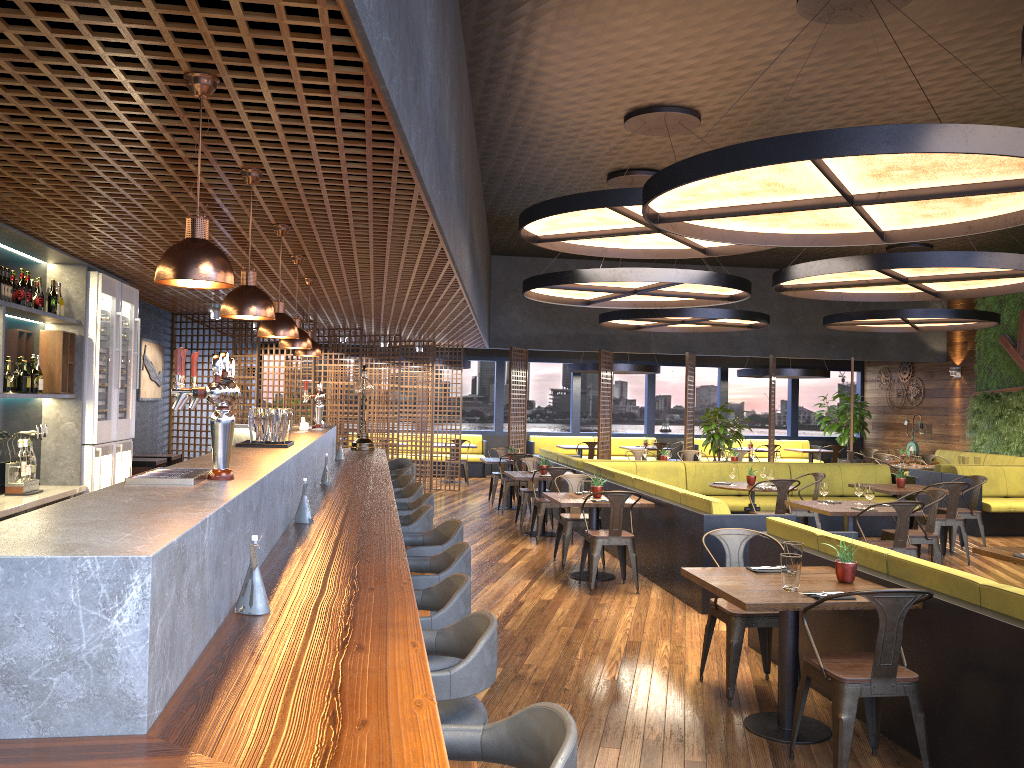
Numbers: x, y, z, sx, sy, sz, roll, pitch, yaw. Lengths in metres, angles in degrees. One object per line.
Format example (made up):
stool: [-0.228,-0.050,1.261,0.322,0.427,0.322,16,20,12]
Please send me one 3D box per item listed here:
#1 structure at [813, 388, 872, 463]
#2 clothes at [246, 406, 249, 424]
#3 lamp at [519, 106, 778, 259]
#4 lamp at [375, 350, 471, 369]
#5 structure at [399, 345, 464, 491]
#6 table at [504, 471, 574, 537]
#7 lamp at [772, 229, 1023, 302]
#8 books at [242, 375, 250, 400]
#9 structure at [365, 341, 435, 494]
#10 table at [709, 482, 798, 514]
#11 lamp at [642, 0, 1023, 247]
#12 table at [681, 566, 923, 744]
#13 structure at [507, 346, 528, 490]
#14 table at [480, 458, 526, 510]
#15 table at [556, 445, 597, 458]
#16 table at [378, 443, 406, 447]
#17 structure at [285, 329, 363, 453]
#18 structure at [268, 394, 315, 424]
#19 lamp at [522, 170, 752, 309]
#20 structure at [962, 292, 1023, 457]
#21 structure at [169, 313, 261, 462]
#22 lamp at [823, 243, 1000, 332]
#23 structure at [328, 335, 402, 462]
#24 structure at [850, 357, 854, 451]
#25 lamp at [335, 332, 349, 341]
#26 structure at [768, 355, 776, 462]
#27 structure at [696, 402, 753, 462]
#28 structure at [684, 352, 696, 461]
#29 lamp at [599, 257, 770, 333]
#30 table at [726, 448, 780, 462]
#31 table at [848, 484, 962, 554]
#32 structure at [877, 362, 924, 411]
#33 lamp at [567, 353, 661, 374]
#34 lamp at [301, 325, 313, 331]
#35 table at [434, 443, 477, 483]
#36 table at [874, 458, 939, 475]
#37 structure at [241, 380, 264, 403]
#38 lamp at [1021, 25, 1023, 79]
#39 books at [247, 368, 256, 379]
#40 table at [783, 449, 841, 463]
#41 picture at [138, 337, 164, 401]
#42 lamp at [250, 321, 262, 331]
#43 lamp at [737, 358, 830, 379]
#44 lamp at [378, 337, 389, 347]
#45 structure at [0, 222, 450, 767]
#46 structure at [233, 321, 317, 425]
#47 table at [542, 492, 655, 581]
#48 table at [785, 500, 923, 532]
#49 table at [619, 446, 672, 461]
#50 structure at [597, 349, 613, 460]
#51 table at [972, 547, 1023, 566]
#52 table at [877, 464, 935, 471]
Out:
structure: [7.862,1.180,20.880,1.493,2.184,1.272,1,-1,-9]
clothes: [-5.175,1.167,17.659,0.401,1.494,0.423,2,-1,-13]
lamp: [1.468,-2.035,8.736,2.778,1.159,2.778,0,-2,41]
lamp: [-1.823,-1.433,18.405,1.979,2.172,1.979,1,-1,-2]
structure: [-1.554,0.627,16.678,1.319,2.700,0.050,1,-1,21]
table: [0.397,1.531,11.293,0.887,0.763,0.906,1,-1,-9]
lamp: [4.263,-1.779,9.548,2.778,1.475,2.778,0,-2,40]
books: [-5.154,0.063,17.254,0.223,0.489,0.286,2,-1,-17]
structure: [-1.989,0.594,15.556,1.319,2.700,0.050,1,-1,21]
table: [2.806,1.566,10.360,1.007,0.760,1.007,1,-1,29]
lamp: [2.290,-1.895,5.948,2.778,1.475,2.778,2,-2,-44]
table: [1.460,1.421,4.634,0.906,0.763,0.887,1,-1,-9]
structure: [0.106,0.666,16.782,0.050,2.700,0.852,1,-1,21]
table: [-0.020,1.575,13.960,0.887,0.763,0.906,1,-1,-9]
table: [1.449,1.703,18.712,0.887,0.763,0.906,1,-1,-9]
table: [-2.601,1.600,18.086,0.887,0.763,0.906,1,-1,-9]
structure: [-2.859,0.530,13.313,1.319,2.700,0.050,1,-1,21]
structure: [-4.786,1.071,19.006,1.166,1.763,0.993,2,-1,-38]
lamp: [1.534,-1.812,10.971,2.778,1.475,2.778,1,-1,-5]
structure: [9.831,-0.135,13.248,0.918,4.593,9.182,1,-1,-10]
structure: [-3.729,0.465,11.069,1.319,2.700,0.050,1,-1,21]
lamp: [6.846,-1.682,15.296,2.778,1.362,2.778,2,-2,-44]
structure: [-2.424,0.562,14.435,1.319,2.700,0.050,1,-1,21]
structure: [6.824,0.837,17.819,0.050,2.700,0.852,1,-1,21]
lamp: [-2.660,-0.733,13.906,0.228,0.172,0.228,1,-1,-9]
structure: [5.145,0.794,17.560,0.050,2.700,0.852,1,-1,21]
structure: [3.906,1.219,16.703,1.166,1.763,0.993,2,-1,-38]
structure: [3.465,0.751,17.301,0.050,2.700,0.852,1,-1,21]
lamp: [2.856,-1.706,14.759,2.778,1.475,2.778,1,-1,-9]
table: [5.204,1.799,19.296,0.906,0.763,0.887,1,-1,-9]
table: [4.639,1.611,10.531,0.887,0.763,0.906,1,-1,-9]
structure: [8.803,0.027,20.192,0.058,1.178,1.791,1,-1,-9]
lamp: [2.204,-1.331,19.027,1.979,2.172,1.979,0,-1,36]
lamp: [-2.970,-0.762,12.798,0.228,0.172,0.228,1,-1,-9]
table: [-1.218,1.635,18.300,0.887,0.763,0.906,1,-1,-9]
table: [7.170,1.784,16.321,0.887,0.763,0.906,1,-1,-9]
structure: [-5.184,0.147,17.694,0.293,0.563,1.220,1,-1,-9]
lamp: [3.670,-2.089,3.591,2.778,1.159,2.778,1,-1,27]
books: [-5.258,-0.213,17.924,0.177,0.245,0.450,1,-1,-9]
table: [6.587,1.834,19.505,0.887,0.763,0.906,1,-1,-9]
picture: [-4.158,-0.156,10.245,0.028,0.697,1.039,1,-1,-9]
lamp: [-3.358,-0.793,11.677,0.228,0.172,0.228,1,-1,-9]
lamp: [6.006,-1.236,19.614,1.979,2.172,1.979,2,-1,-24]
lamp: [-2.161,-0.699,15.022,0.228,0.172,0.228,1,-1,-9]
structure: [-2.096,0.391,5.520,2.700,2.700,9.298,1,-1,-9]
structure: [-3.294,0.498,12.191,1.319,2.700,0.050,1,-1,21]
table: [0.811,1.487,8.625,0.887,0.763,0.906,1,-1,-9]
table: [3.202,1.536,8.391,0.906,0.763,0.887,1,-1,-9]
table: [2.833,1.739,18.929,0.906,0.763,0.887,1,-1,-9]
structure: [1.786,0.709,17.041,0.050,2.700,0.852,1,-1,21]
table: [3.616,1.489,5.618,0.887,0.763,0.906,1,-1,-9]
table: [6.560,1.734,14.518,0.887,0.763,0.906,1,-1,-9]
